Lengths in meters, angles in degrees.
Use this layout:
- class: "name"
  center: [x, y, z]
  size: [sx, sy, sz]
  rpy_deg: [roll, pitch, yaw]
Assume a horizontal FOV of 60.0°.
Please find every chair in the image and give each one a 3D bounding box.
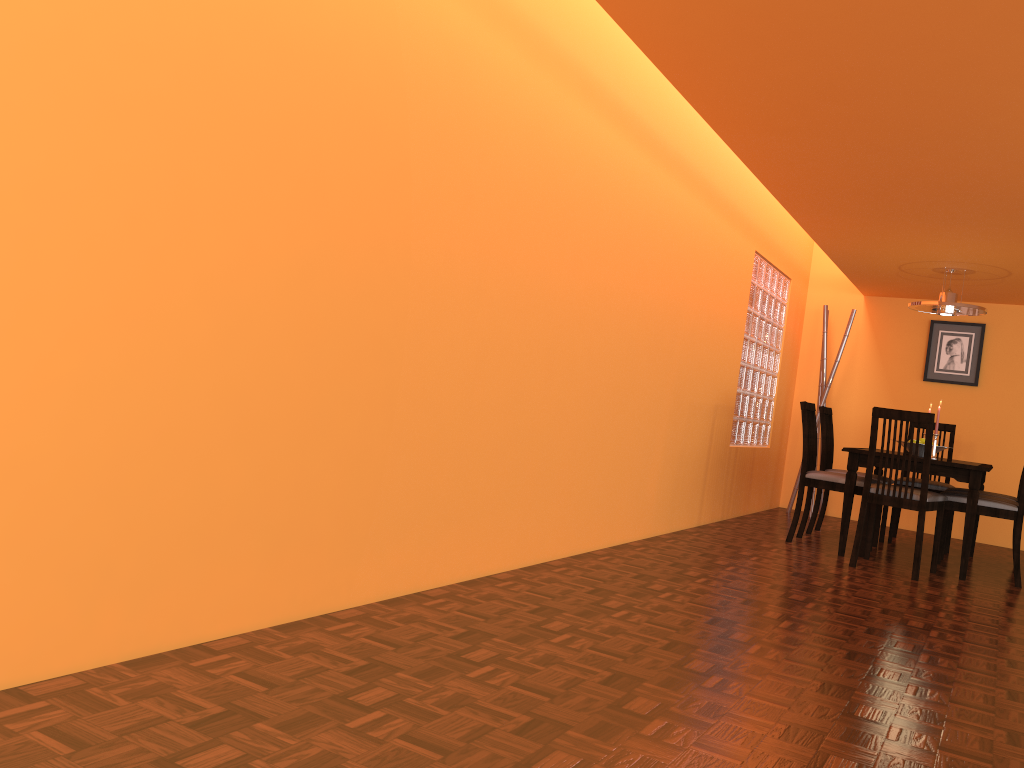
- class: "chair"
  center: [2.677, 0.643, 5.739]
  size: [0.373, 0.809, 0.465]
  rpy_deg: [7, 0, 24]
- class: "chair"
  center: [2.122, 0.568, 5.545]
  size: [0.465, 0.809, 0.373]
  rpy_deg: [7, 0, 29]
- class: "chair"
  center: [1.842, 0.529, 5.043]
  size: [0.465, 0.809, 0.373]
  rpy_deg: [7, 0, 29]
- class: "chair"
  center: [1.959, 0.542, 4.468]
  size: [0.373, 0.809, 0.465]
  rpy_deg: [7, 0, 34]
- class: "chair"
  center: [2.503, 0.615, 4.665]
  size: [0.465, 0.809, 0.373]
  rpy_deg: [7, 0, 29]
- class: "chair"
  center: [2.783, 0.654, 5.168]
  size: [0.465, 0.809, 0.373]
  rpy_deg: [7, 0, 29]

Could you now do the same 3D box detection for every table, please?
- class: "table"
  center: [2.320, 0.706, 5.084]
  size: [0.697, 0.584, 1.259]
  rpy_deg: [7, 0, 29]

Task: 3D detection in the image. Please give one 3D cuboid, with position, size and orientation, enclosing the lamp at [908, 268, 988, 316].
- class: "lamp"
  center: [2.646, -0.554, 5.368]
  size: [0.435, 0.274, 0.435]
  rpy_deg: [8, 0, -38]

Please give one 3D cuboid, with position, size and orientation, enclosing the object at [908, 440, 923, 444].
- class: "object"
  center: [2.295, 0.356, 5.047]
  size: [0.089, 0.076, 0.087]
  rpy_deg: [7, 0, 36]

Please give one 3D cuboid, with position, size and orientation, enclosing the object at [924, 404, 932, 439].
- class: "object"
  center: [2.483, 0.270, 5.302]
  size: [0.044, 0.326, 0.044]
  rpy_deg: [7, 0, 18]

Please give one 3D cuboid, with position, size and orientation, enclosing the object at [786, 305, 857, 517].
- class: "object"
  center: [2.329, 0.210, 6.649]
  size: [0.226, 1.589, 0.308]
  rpy_deg: [8, 0, -39]

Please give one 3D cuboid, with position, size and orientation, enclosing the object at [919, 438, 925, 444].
- class: "object"
  center: [2.370, 0.346, 5.121]
  size: [0.069, 0.066, 0.069]
  rpy_deg: [7, 0, 39]

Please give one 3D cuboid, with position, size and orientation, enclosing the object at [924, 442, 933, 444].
- class: "object"
  center: [2.332, 0.341, 4.961]
  size: [0.046, 0.046, 0.055]
  rpy_deg: [8, 0, 12]

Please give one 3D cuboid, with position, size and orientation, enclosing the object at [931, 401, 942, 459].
- class: "object"
  center: [2.292, 0.242, 4.789]
  size: [0.044, 0.326, 0.044]
  rpy_deg: [7, 0, 18]

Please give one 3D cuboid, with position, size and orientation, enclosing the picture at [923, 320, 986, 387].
- class: "picture"
  center: [3.225, -0.227, 6.470]
  size: [0.361, 0.456, 0.014]
  rpy_deg: [7, 0, 29]

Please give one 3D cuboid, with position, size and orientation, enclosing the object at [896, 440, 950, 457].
- class: "object"
  center: [2.332, 0.377, 5.056]
  size: [0.337, 0.072, 0.337]
  rpy_deg: [8, 0, -4]
